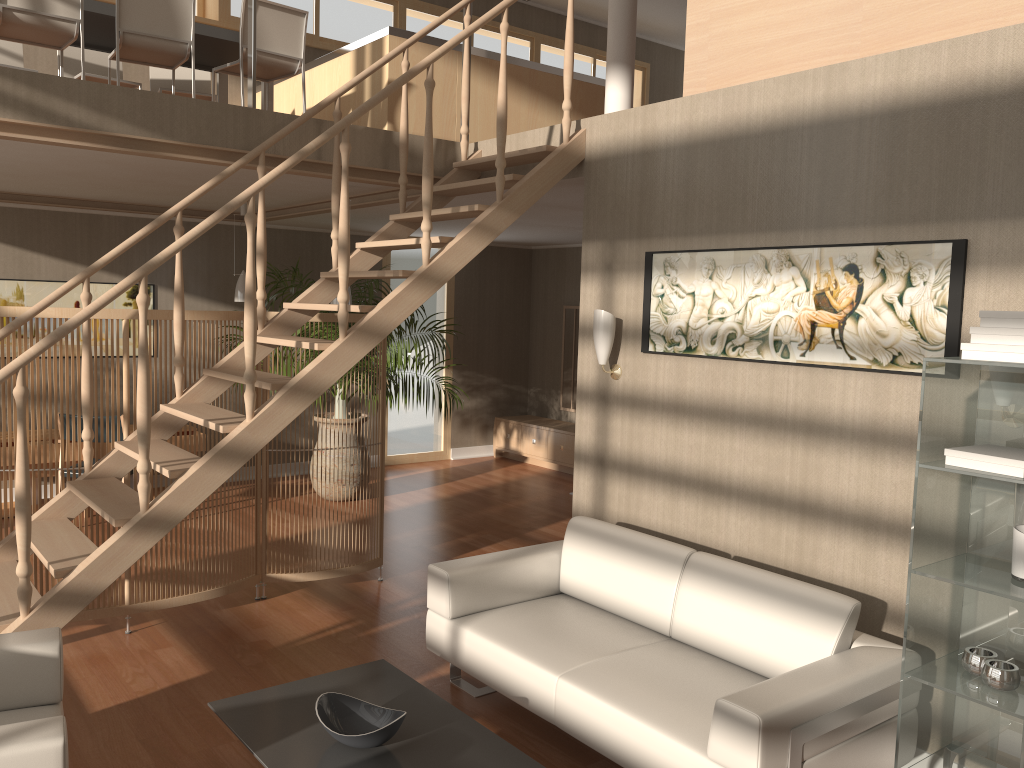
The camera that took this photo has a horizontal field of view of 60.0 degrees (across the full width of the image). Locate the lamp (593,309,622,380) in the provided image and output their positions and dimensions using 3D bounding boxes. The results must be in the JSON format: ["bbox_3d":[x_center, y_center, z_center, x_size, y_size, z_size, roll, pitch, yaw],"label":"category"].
[{"bbox_3d":[0.475,-0.195,4.444,0.153,0.353,0.112,-2,6,-38],"label":"lamp"}]

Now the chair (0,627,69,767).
[{"bbox_3d":[-1.748,1.080,2.471,0.905,0.740,0.900,-1,6,-28],"label":"chair"}]

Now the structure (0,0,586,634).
[{"bbox_3d":[-1.190,-0.475,4.131,3.150,3.578,1.000,-2,6,-38],"label":"structure"}]

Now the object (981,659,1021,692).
[{"bbox_3d":[1.431,0.855,2.596,0.103,0.066,0.103,0,5,-18],"label":"object"}]

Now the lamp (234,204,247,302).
[{"bbox_3d":[-2.212,-1.078,7.306,0.139,0.800,0.139,4,6,26],"label":"lamp"}]

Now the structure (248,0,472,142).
[{"bbox_3d":[-2.618,-2.031,5.780,3.300,0.900,3.475,-2,6,-38],"label":"structure"}]

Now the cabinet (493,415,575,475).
[{"bbox_3d":[0.568,0.676,9.425,0.500,0.458,1.911,-2,6,-38],"label":"cabinet"}]

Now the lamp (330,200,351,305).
[{"bbox_3d":[-1.138,-0.923,5.924,0.139,0.800,0.139,2,5,-2],"label":"lamp"}]

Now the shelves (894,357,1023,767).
[{"bbox_3d":[1.434,0.730,2.639,0.403,1.600,0.400,-2,6,-38],"label":"shelves"}]

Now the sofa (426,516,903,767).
[{"bbox_3d":[0.513,1.058,3.495,0.905,0.740,1.781,-2,6,-38],"label":"sofa"}]

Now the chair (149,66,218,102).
[{"bbox_3d":[-2.384,-2.034,6.458,0.430,0.796,0.496,-1,6,-28],"label":"chair"}]

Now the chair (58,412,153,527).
[{"bbox_3d":[-3.011,0.622,6.553,0.582,0.856,0.509,2,5,2],"label":"chair"}]

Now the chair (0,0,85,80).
[{"bbox_3d":[-2.669,-1.909,4.948,0.430,0.796,0.496,-2,6,-38],"label":"chair"}]

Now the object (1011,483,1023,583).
[{"bbox_3d":[1.515,0.426,2.560,0.129,0.291,0.129,4,6,24],"label":"object"}]

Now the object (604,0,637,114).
[{"bbox_3d":[0.786,-2.725,6.272,0.200,2.400,0.200,-2,6,-38],"label":"object"}]

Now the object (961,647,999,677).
[{"bbox_3d":[1.423,0.846,2.694,0.103,0.066,0.103,0,5,-18],"label":"object"}]

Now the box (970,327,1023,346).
[{"bbox_3d":[1.461,-0.136,2.544,0.200,0.047,0.200,-2,6,-38],"label":"box"}]

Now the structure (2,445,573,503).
[{"bbox_3d":[0.632,-0.011,5.441,10.775,2.533,8.342,-2,6,-38],"label":"structure"}]

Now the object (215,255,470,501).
[{"bbox_3d":[-1.491,0.061,7.685,2.109,2.304,2.157,6,7,41],"label":"object"}]

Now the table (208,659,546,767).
[{"bbox_3d":[-0.408,1.306,2.835,0.700,0.293,1.260,-2,6,-38],"label":"table"}]

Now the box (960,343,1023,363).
[{"bbox_3d":[1.460,-0.089,2.546,0.232,0.047,0.232,-2,6,-38],"label":"box"}]

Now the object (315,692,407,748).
[{"bbox_3d":[-0.487,1.092,2.850,0.317,0.125,0.223,4,6,24],"label":"object"}]

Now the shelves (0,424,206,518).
[{"bbox_3d":[-3.380,0.682,7.143,1.600,0.590,0.658,-2,6,-38],"label":"shelves"}]

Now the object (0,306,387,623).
[{"bbox_3d":[-1.658,0.381,4.720,2.229,1.542,0.233,-2,6,-33],"label":"object"}]

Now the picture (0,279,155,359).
[{"bbox_3d":[-3.644,-0.533,7.352,1.317,0.633,0.010,-2,6,-38],"label":"picture"}]

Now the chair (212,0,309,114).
[{"bbox_3d":[-1.599,-1.932,5.577,0.430,0.796,0.496,-3,7,-43],"label":"chair"}]

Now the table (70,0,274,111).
[{"bbox_3d":[-2.590,-1.949,5.772,1.800,0.740,0.900,-2,6,-38],"label":"table"}]

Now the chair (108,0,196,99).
[{"bbox_3d":[-2.176,-1.927,5.321,0.430,0.796,0.496,-2,6,-33],"label":"chair"}]

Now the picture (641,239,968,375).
[{"bbox_3d":[1.112,-0.330,3.716,0.018,0.487,1.531,-2,6,-38],"label":"picture"}]

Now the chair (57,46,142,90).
[{"bbox_3d":[-2.830,-2.016,6.104,0.430,0.796,0.496,-3,7,-43],"label":"chair"}]

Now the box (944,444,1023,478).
[{"bbox_3d":[1.435,0.222,2.583,0.232,0.047,0.232,-2,6,-33],"label":"box"}]

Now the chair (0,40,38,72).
[{"bbox_3d":[-3.394,-2.009,5.833,0.430,0.796,0.496,-3,7,-43],"label":"chair"}]

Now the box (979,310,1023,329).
[{"bbox_3d":[1.461,-0.183,2.539,0.168,0.047,0.168,-2,6,-38],"label":"box"}]
